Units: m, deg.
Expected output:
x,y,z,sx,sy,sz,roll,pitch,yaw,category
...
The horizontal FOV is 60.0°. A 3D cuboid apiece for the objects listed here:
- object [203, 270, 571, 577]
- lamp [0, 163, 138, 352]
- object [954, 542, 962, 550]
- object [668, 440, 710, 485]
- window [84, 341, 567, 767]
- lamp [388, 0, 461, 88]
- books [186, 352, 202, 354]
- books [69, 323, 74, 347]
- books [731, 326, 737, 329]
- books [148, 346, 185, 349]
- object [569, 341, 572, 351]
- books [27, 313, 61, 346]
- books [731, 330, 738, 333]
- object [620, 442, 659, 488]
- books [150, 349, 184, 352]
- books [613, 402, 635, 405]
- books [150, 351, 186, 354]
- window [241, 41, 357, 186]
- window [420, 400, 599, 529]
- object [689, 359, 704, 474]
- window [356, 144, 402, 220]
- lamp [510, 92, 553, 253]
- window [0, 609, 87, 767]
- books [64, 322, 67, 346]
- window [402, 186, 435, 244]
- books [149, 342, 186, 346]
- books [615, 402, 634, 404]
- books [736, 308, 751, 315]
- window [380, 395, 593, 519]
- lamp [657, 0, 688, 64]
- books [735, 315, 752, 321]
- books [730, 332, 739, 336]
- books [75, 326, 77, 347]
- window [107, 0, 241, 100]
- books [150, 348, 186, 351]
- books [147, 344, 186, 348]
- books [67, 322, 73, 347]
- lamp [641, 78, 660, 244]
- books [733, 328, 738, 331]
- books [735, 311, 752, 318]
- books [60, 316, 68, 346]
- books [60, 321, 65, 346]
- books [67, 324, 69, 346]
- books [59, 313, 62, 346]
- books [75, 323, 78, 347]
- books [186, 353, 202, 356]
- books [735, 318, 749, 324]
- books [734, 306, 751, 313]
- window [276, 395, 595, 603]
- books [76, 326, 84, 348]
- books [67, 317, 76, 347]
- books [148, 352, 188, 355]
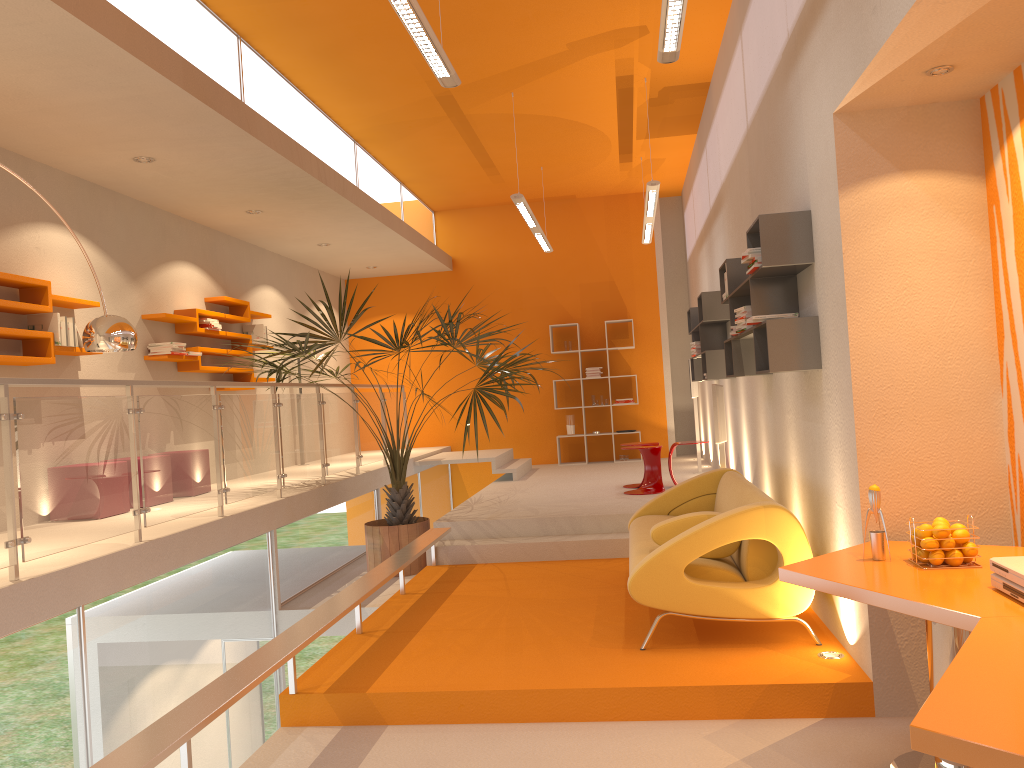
x,y,z,sx,sy,sz,roll,pitch,yaw,category
-0.951,0.348,8.081,3.098,2.600,3.241,-4,-1,16,object
-2.938,-0.202,4.752,0.315,2.259,2.077,-4,-1,30,lamp
1.610,0.584,3.232,0.051,0.053,0.062,-3,-1,-39,object
1.785,0.809,8.911,0.420,0.450,0.391,-4,-1,7,object
-0.756,2.128,8.612,0.481,5.399,8.922,-4,-1,20,window
-0.590,-2.222,3.512,0.120,1.052,3.195,-4,-1,7,lamp
-2.992,-0.275,8.098,0.226,0.017,0.230,-4,-1,7,books
-3.251,-0.345,6.341,0.230,0.169,0.027,-4,-1,7,books
1.520,-0.365,5.681,0.190,0.015,0.254,-4,-1,24,books
-3.034,-0.316,7.799,0.230,0.017,0.227,-4,-1,3,books
-0.416,2.126,9.554,0.351,5.384,6.779,-4,-1,28,object
-3.266,-0.375,6.187,0.230,0.227,0.017,-4,-1,7,books
1.524,-0.337,5.677,0.190,0.011,0.268,-4,-1,24,books
1.350,0.842,9.245,0.391,0.450,0.420,-3,-1,-22,object
-3.023,-0.285,7.786,0.190,0.015,0.254,-4,-1,4,books
1.586,0.277,12.550,0.296,0.013,0.210,-4,-1,7,books
-3.022,-0.272,7.796,0.190,0.011,0.268,-4,-1,9,books
-1.846,-2.250,8.044,0.006,0.660,2.794,-4,-1,7,window
0.163,2.555,12.063,2.294,4.526,1.860,-4,-1,7,window
2.115,0.372,10.259,0.116,1.317,0.111,-4,-1,4,object
-1.535,-2.236,10.394,0.006,0.660,1.869,-4,-1,7,window
0.222,-2.186,9.648,0.120,1.052,3.195,-4,-1,7,lamp
-2.144,2.960,3.137,0.006,3.760,2.311,-4,-1,7,window
-3.262,-0.345,6.256,0.230,0.169,0.027,-4,-1,7,books
-1.285,-2.225,12.283,0.006,0.660,1.860,-4,-1,7,window
-3.034,-0.347,7.813,0.226,0.017,0.230,-4,-1,7,books
1.589,0.264,12.549,0.268,0.011,0.190,-4,-1,9,books
1.467,-0.438,5.325,0.190,0.015,0.254,-4,-1,4,books
-0.383,2.544,11.346,0.993,4.599,4.234,-4,-1,39,window
0.625,-2.304,3.351,0.120,1.052,3.195,-4,-1,7,lamp
1.473,-0.398,5.318,0.210,0.013,0.297,-4,-1,3,books
1.523,-0.325,5.674,0.210,0.013,0.297,-4,-1,22,books
-3.234,-0.339,6.378,0.207,0.156,0.009,-4,-1,7,books
-2.181,-2.265,5.509,0.006,0.660,2.241,-4,-1,7,window
-3.020,-0.300,7.794,0.190,0.015,0.254,-4,-1,9,books
-3.039,-0.331,7.801,0.254,0.015,0.190,-4,-1,14,books
-3.246,-0.345,6.312,0.230,0.169,0.027,-4,-1,7,books
1.437,-2.268,9.487,0.120,1.052,3.195,-4,-1,7,lamp
1.526,-0.350,5.687,0.190,0.015,0.254,-4,-1,18,books
1.472,-0.424,5.333,0.190,0.015,0.254,-4,-1,-1,books
-3.248,-0.366,6.278,0.207,0.210,0.021,-4,-1,7,books
-3.257,-0.346,6.227,0.230,0.169,0.027,-4,-1,7,books
-3.245,-0.339,6.294,0.207,0.156,0.009,-4,-1,7,books
-3.270,-0.374,6.207,0.230,0.227,0.017,-4,-1,7,books
-3.245,-0.344,6.395,0.230,0.169,0.023,-4,-1,7,books
-2.997,-0.258,8.086,0.254,0.015,0.190,-4,-1,14,books
1.484,-0.384,5.321,0.230,0.017,0.226,-4,-1,-2,books
1.479,-0.455,5.322,0.230,0.017,0.226,-4,-1,-2,books
-0.688,0.942,9.857,0.908,1.393,6.719,-4,-1,27,window
-3.239,-0.334,6.438,0.230,0.150,0.091,-4,-1,7,books
-3.236,-0.365,6.363,0.207,0.210,0.021,-4,-1,7,books
-3.020,-0.260,7.800,0.210,0.013,0.297,-4,-1,7,books
